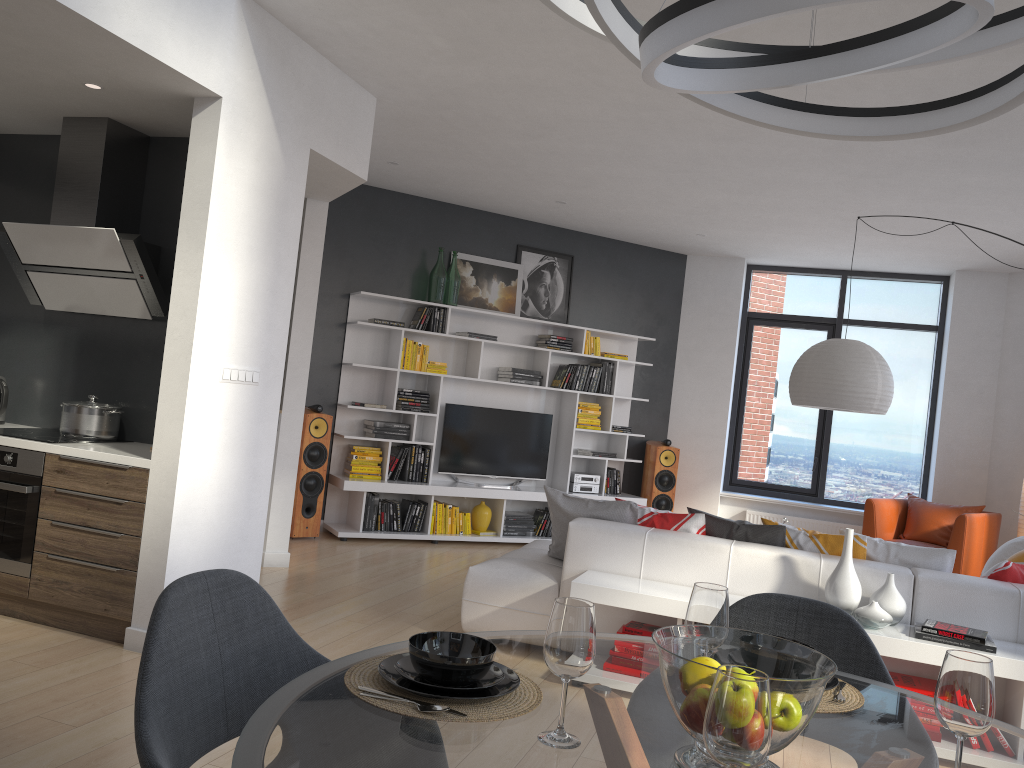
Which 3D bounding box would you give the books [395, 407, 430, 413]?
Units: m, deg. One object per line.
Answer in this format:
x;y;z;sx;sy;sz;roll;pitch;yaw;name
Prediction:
-0.872;0.224;7.706;0.263;0.026;0.189;7;-1;-29;books

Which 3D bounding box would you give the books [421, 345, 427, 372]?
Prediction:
-0.799;-0.223;7.742;0.024;0.234;0.172;7;-1;-27;books

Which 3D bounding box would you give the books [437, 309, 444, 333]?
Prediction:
-0.655;-0.549;7.793;0.038;0.218;0.169;7;-1;-27;books

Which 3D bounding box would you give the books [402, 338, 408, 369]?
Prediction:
-0.961;-0.261;7.657;0.025;0.270;0.213;7;-1;-27;books

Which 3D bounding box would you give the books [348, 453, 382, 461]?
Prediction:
-1.254;0.625;7.575;0.250;0.035;0.185;7;-1;-24;books

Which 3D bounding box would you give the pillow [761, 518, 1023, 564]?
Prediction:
2.281;1.031;4.903;2.095;0.440;0.630;7;-1;-25;pillow

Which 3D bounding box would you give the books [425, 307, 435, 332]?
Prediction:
-0.724;-0.558;7.756;0.021;0.221;0.156;7;-1;-27;books

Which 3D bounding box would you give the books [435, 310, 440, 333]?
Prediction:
-0.681;-0.544;7.779;0.021;0.200;0.147;7;-1;-27;books

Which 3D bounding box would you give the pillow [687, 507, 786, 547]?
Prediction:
1.929;0.968;4.456;2.120;0.436;0.608;6;-1;14;pillow

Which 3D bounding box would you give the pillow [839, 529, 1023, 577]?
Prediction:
2.546;1.046;5.080;0.580;0.456;2.156;6;-1;44;pillow

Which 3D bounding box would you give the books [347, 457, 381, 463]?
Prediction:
-1.267;0.651;7.571;0.251;0.019;0.180;7;-1;-27;books

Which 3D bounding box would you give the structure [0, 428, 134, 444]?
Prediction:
-2.379;0.263;4.554;0.600;0.006;0.550;6;-1;18;structure

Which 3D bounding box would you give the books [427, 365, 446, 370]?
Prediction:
-0.680;-0.145;7.776;0.169;0.018;0.113;7;-1;-26;books

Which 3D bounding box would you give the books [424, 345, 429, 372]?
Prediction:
-0.778;-0.221;7.757;0.024;0.234;0.172;7;-1;-27;books

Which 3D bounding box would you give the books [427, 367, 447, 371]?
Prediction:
-0.686;-0.132;7.796;0.196;0.011;0.148;7;-1;-27;books

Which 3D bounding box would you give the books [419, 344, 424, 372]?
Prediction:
-0.822;-0.229;7.734;0.023;0.239;0.169;7;-1;-27;books

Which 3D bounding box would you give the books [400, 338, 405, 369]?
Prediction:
-0.981;-0.263;7.637;0.029;0.270;0.204;7;-1;-27;books

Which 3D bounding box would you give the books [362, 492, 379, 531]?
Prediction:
-1.234;1.065;7.478;0.128;0.321;0.259;7;-1;-27;books

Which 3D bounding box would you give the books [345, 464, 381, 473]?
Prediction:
-1.270;0.720;7.559;0.255;0.044;0.198;7;-1;-27;books

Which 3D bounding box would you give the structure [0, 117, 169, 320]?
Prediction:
-2.218;-0.878;4.655;0.898;0.998;0.407;6;-1;18;structure

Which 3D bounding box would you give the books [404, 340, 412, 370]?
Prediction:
-0.933;-0.250;7.677;0.044;0.255;0.198;7;-1;-27;books

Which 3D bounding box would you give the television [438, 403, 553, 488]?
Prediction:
-0.146;0.579;8.149;1.102;0.704;0.207;7;-1;-27;television

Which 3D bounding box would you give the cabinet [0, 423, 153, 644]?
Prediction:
-3.103;-0.252;2.654;2.402;2.501;4.694;6;-1;18;cabinet

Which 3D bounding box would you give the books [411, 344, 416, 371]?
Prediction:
-0.883;-0.229;7.682;0.024;0.229;0.156;7;-1;-27;books

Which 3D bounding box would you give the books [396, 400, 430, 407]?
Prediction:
-0.881;0.170;7.722;0.266;0.030;0.209;7;-1;-29;books

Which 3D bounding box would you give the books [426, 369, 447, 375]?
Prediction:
-0.687;-0.109;7.792;0.190;0.033;0.147;7;-1;-27;books

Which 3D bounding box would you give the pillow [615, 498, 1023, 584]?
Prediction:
1.614;0.960;4.549;2.250;0.449;0.575;6;-1;15;pillow

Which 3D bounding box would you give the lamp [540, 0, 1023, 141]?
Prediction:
0.707;-2.703;1.435;1.000;4.513;1.000;6;-1;20;lamp

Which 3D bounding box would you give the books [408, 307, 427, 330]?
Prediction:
-0.823;-0.568;7.712;0.096;0.213;0.166;7;-1;-29;books

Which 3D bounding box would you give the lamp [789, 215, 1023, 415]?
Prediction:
2.766;0.368;4.357;0.710;2.647;3.199;7;-1;-36;lamp

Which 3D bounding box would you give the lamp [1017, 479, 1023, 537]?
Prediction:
4.447;1.160;7.176;0.502;1.550;0.804;7;-1;-22;lamp

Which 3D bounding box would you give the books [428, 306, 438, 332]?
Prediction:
-0.704;-0.561;7.772;0.025;0.232;0.176;7;-1;-27;books

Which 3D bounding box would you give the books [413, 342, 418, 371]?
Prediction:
-0.871;-0.241;7.709;0.019;0.251;0.180;7;-1;-27;books

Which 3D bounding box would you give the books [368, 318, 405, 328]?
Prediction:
-1.075;-0.516;7.569;0.268;0.046;0.208;7;-1;-24;books

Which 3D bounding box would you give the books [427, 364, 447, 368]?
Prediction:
-0.680;-0.161;7.793;0.187;0.014;0.134;7;-1;-27;books

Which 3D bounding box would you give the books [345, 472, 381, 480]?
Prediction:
-1.269;0.782;7.547;0.270;0.029;0.204;7;-1;-22;books

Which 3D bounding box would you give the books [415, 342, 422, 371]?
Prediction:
-0.847;-0.237;7.719;0.035;0.250;0.185;7;-1;-27;books

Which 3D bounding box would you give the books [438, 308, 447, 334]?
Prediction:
-0.626;-0.553;7.799;0.019;0.230;0.174;7;-1;-27;books

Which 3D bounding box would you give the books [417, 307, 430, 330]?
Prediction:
-0.797;-0.564;7.732;0.087;0.214;0.171;7;-1;-27;books

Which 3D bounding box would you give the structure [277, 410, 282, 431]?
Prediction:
-2.984;-1.087;7.924;4.190;4.339;2.823;6;-1;18;structure

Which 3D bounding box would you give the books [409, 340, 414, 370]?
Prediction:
-0.907;-0.249;7.693;0.015;0.263;0.199;7;-1;-27;books

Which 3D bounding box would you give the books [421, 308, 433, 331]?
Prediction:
-0.766;-0.561;7.733;0.074;0.212;0.154;7;-1;-28;books

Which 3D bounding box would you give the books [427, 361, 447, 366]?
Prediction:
-0.686;-0.181;7.803;0.186;0.026;0.138;7;-1;-27;books

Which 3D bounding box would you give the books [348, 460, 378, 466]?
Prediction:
-1.273;0.671;7.549;0.228;0.024;0.152;7;-1;-23;books

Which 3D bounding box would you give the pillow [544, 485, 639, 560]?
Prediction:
1.628;0.937;4.895;2.953;0.453;0.647;6;-1;6;pillow

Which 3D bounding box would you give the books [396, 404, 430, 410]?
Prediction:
-0.870;0.199;7.708;0.270;0.025;0.189;7;-1;-28;books

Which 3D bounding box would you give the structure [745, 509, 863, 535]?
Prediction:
3.049;1.577;8.772;1.474;0.460;0.110;6;-1;18;structure

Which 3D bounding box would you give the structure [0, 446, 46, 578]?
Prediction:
-2.431;0.601;4.504;0.587;0.588;0.584;6;-1;18;structure

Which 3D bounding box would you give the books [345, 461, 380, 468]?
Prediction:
-1.276;0.689;7.572;0.263;0.015;0.198;7;-1;-24;books
